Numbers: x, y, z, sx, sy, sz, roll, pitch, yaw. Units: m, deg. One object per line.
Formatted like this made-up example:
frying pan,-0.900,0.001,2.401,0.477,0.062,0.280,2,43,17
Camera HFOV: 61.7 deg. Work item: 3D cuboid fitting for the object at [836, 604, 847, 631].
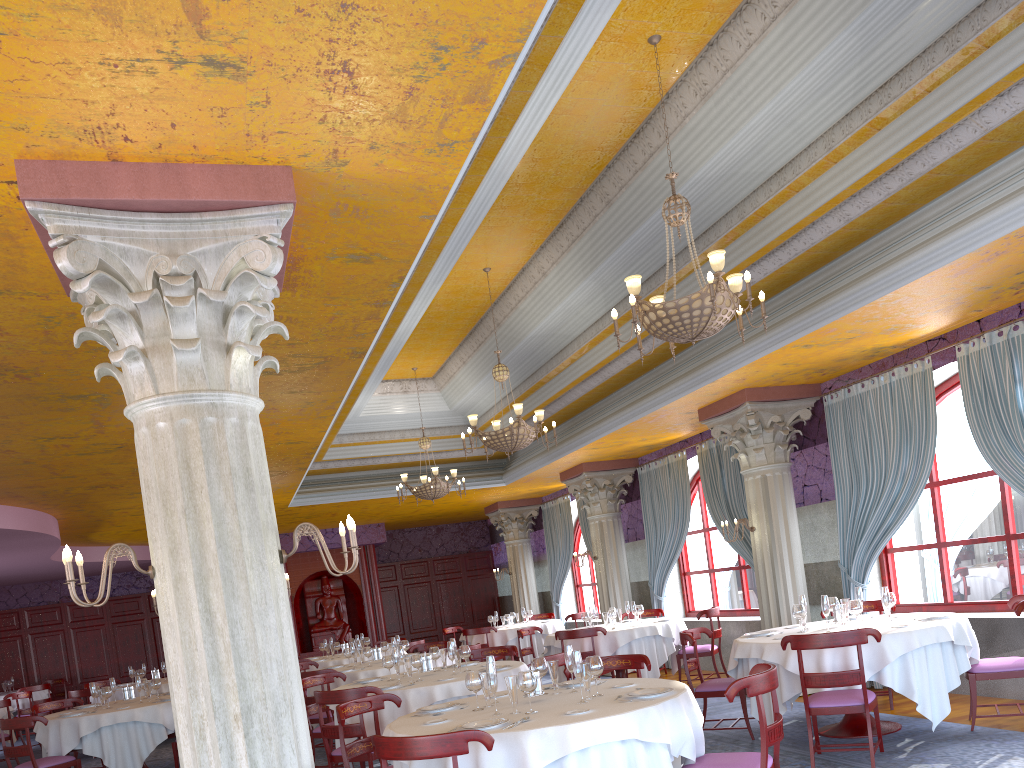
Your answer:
object,2.903,2.053,7.522,0.084,0.237,0.087,-8,0,-39

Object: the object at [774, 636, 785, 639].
object,2.412,2.258,7.620,0.158,0.009,0.162,-8,-13,1

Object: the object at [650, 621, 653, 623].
object,1.989,3.416,12.278,0.030,0.010,0.139,-14,-14,26

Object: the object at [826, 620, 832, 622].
object,3.196,2.377,8.602,0.056,0.019,0.257,-14,-14,28

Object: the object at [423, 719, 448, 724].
object,-0.483,2.136,5.414,0.157,0.009,0.164,-3,-14,-19

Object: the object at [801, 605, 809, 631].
object,2.721,2.191,7.997,0.084,0.237,0.087,-8,0,-39

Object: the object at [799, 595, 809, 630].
object,2.764,2.163,8.114,0.075,0.335,0.073,-7,1,17

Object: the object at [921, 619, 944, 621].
object,3.645,2.025,7.359,0.237,0.013,0.027,-14,-12,26

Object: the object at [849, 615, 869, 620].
object,3.397,2.332,8.540,0.310,0.024,0.324,-3,-14,-19

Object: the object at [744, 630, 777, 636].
object,2.380,2.390,8.194,0.310,0.024,0.324,-3,-14,-19

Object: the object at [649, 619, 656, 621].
object,2.094,3.528,12.812,0.162,0.009,0.159,-16,-15,30

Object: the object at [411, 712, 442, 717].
object,-0.575,2.231,5.786,0.262,0.019,0.055,-16,-14,30

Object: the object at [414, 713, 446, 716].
object,-0.559,2.246,5.821,0.258,0.003,0.022,-14,-14,25

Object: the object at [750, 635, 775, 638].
object,2.335,2.368,8.027,0.258,0.003,0.022,-14,-14,25

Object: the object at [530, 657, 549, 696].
object,0.200,2.062,6.040,0.123,0.264,0.121,-8,-1,17

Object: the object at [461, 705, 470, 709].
object,-0.322,2.235,5.930,0.030,0.010,0.139,-14,-14,26

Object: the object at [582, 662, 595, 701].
object,0.479,1.909,5.497,0.086,0.237,0.085,-8,0,6

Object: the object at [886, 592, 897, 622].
object,3.438,2.031,7.798,0.120,0.264,0.124,-7,-1,-28

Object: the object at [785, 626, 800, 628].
object,2.792,2.412,8.493,0.158,0.009,0.162,-8,-13,1

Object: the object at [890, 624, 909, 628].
object,3.279,2.047,7.233,0.157,0.009,0.164,-3,-14,-19

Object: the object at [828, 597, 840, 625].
object,3.095,2.184,8.246,0.120,0.264,0.124,-7,-1,-28

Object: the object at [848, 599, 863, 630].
object,2.996,2.011,7.454,0.122,0.264,0.123,-8,-1,-6

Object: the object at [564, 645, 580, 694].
object,0.409,1.970,5.921,0.073,0.335,0.075,-8,1,-28

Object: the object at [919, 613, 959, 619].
object,3.744,2.041,7.513,0.313,0.024,0.321,-8,-13,1

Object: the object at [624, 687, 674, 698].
object,0.849,1.919,5.307,0.313,0.024,0.321,-8,-13,1

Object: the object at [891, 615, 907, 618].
object,3.659,2.201,8.106,0.158,0.009,0.162,-8,-13,1

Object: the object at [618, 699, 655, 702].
object,0.750,1.903,5.153,0.237,0.013,0.027,-14,-12,26

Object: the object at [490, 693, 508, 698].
object,-0.103,2.290,6.287,0.157,0.009,0.164,-3,-14,-19

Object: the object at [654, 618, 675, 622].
object,2.179,3.369,12.219,0.310,0.024,0.324,-3,-14,-19

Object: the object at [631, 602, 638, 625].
object,1.753,3.289,12.289,0.075,0.335,0.073,-7,1,17

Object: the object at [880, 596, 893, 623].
object,3.374,2.031,7.703,0.084,0.237,0.087,-8,0,-39

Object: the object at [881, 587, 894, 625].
object,3.318,1.961,7.582,0.073,0.335,0.075,-8,1,-28

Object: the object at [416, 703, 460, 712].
object,-0.514,2.268,5.988,0.313,0.024,0.321,-8,-13,1

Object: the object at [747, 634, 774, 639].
object,2.320,2.353,7.991,0.262,0.019,0.055,-16,-14,30

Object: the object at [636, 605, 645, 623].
object,1.874,3.359,12.504,0.125,0.264,0.120,-9,-1,39

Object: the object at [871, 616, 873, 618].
object,3.550,2.293,8.438,0.028,0.013,0.234,-13,-14,24

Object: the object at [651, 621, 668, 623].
object,2.080,3.352,12.065,0.237,0.013,0.027,-14,-12,26

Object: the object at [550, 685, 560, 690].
object,0.337,2.255,6.382,0.022,0.003,0.255,-13,-14,23

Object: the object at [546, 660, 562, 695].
object,0.298,2.046,5.973,0.084,0.237,0.087,-8,0,-39

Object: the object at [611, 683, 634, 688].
object,0.764,2.079,5.900,0.157,0.009,0.164,-3,-14,-19

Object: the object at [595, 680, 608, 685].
object,0.656,2.171,6.233,0.028,0.013,0.234,-13,-14,24

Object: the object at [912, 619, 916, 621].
object,3.553,2.088,7.572,0.030,0.010,0.139,-14,-14,26

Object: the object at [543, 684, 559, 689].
object,0.301,2.255,6.397,0.056,0.019,0.257,-14,-14,28

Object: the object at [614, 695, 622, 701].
object,0.659,1.966,5.366,0.030,0.010,0.139,-14,-14,26

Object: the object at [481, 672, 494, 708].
object,-0.173,2.069,5.792,0.084,0.237,0.087,-8,0,-39

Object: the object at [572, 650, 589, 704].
object,0.423,1.839,5.377,0.073,0.335,0.075,-8,1,-28

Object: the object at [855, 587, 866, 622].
object,3.303,2.092,8.126,0.075,0.335,0.073,-7,1,17

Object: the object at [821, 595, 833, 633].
object,2.779,2.033,7.571,0.075,0.335,0.073,-7,1,17

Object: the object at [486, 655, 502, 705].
object,-0.130,2.041,5.909,0.073,0.335,0.075,-8,1,-28

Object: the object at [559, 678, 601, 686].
object,0.502,2.210,6.334,0.310,0.024,0.323,3,-17,-38

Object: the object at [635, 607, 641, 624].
object,1.809,3.359,12.409,0.084,0.237,0.087,-8,0,-39

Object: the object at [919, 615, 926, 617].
object,3.805,2.083,7.716,0.262,0.019,0.055,-16,-14,30

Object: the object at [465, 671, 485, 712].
object,-0.241,2.042,5.695,0.120,0.264,0.124,-7,-1,-28

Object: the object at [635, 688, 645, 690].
object,0.910,1.961,5.510,0.262,0.019,0.055,-16,-14,30

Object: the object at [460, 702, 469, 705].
object,-0.414,2.297,6.143,0.237,0.013,0.027,-14,-12,26

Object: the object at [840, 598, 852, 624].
object,3.192,2.168,8.178,0.086,0.237,0.085,-8,0,6

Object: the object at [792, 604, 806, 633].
object,2.653,2.164,7.901,0.122,0.264,0.123,-8,-1,-6
